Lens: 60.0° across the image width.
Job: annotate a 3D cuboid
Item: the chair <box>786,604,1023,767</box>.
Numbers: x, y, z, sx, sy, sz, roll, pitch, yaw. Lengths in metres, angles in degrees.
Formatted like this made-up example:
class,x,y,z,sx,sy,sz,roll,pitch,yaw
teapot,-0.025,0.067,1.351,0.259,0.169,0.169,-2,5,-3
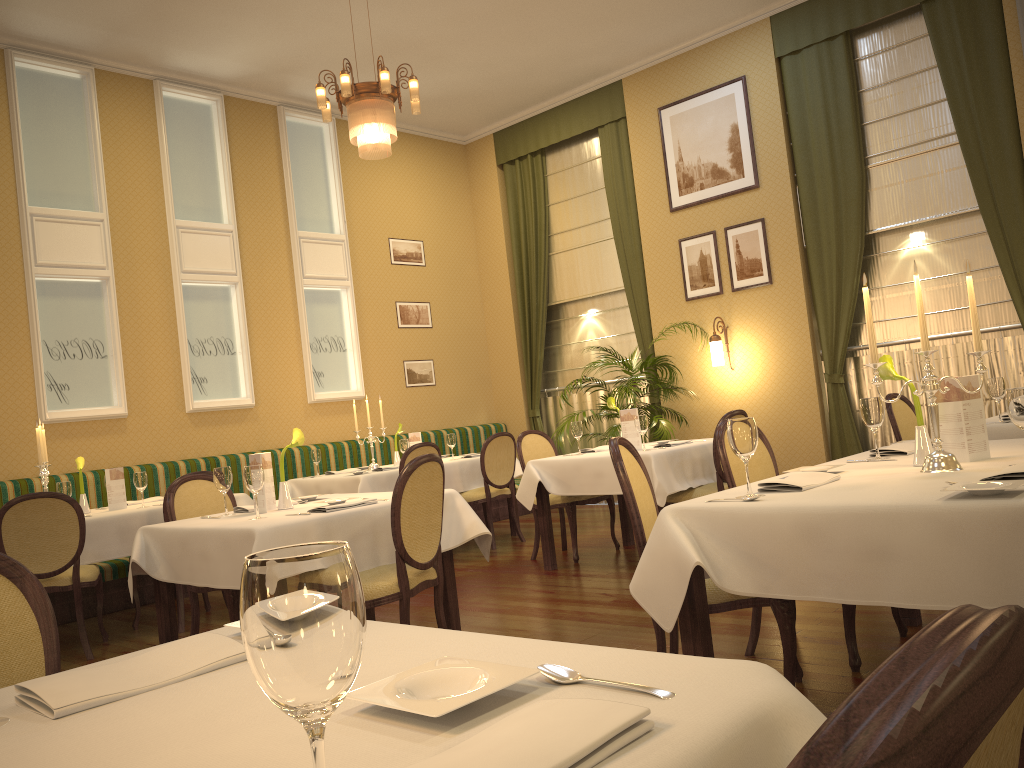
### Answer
class,x,y,z,sx,sy,sz,roll,pitch,yaw
chair,0.036,0.606,0.524,0.571,0.955,0.530,-9,-3,43

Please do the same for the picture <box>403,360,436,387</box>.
class,x,y,z,sx,sy,sz,roll,pitch,yaw
picture,-1.020,-0.119,9.817,0.008,0.294,0.437,-9,-3,43

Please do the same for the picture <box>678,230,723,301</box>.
class,x,y,z,sx,sy,sz,roll,pitch,yaw
picture,1.834,-1.145,8.638,0.412,0.619,0.022,-9,-3,43

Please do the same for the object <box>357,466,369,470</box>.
class,x,y,z,sx,sy,sz,roll,pitch,yaw
object,-1.307,0.748,7.878,0.160,0.024,0.160,-9,-3,43

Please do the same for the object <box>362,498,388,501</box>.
class,x,y,z,sx,sy,sz,roll,pitch,yaw
object,-0.626,0.527,4.048,0.181,0.015,0.038,-9,-3,44

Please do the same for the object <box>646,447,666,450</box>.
class,x,y,z,sx,sy,sz,roll,pitch,yaw
object,0.916,0.418,5.739,0.185,0.010,0.017,-9,-3,43

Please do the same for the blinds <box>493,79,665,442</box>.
class,x,y,z,sx,sy,sz,roll,pitch,yaw
blinds,0.741,-0.927,9.749,1.934,4.537,0.225,-8,-3,42

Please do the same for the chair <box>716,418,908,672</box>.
class,x,y,z,sx,sy,sz,roll,pitch,yaw
chair,1.192,0.591,3.600,0.571,0.955,0.530,-9,-3,43

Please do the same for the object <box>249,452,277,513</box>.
class,x,y,z,sx,sy,sz,roll,pitch,yaw
object,-1.176,0.463,4.144,0.081,0.277,0.166,-6,-2,-1

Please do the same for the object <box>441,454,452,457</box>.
class,x,y,z,sx,sy,sz,roll,pitch,yaw
object,-0.659,0.699,8.554,0.160,0.024,0.160,-9,-3,43

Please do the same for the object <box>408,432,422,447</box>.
class,x,y,z,sx,sy,sz,roll,pitch,yaw
object,-0.860,0.567,7.806,0.081,0.277,0.166,-5,-3,-31

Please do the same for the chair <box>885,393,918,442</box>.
class,x,y,z,sx,sy,sz,roll,pitch,yaw
chair,2.479,0.498,4.995,0.571,0.955,0.530,-9,-3,43

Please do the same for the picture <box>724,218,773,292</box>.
class,x,y,z,sx,sy,sz,roll,pitch,yaw
picture,2.204,-1.201,8.293,0.412,0.619,0.022,-9,-3,43

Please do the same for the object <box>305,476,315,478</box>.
class,x,y,z,sx,sy,sz,roll,pitch,yaw
object,-1.697,0.778,7.414,0.181,0.015,0.038,-9,-3,44

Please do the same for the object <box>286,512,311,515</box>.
class,x,y,z,sx,sy,sz,roll,pitch,yaw
object,-0.911,0.550,3.758,0.185,0.010,0.017,-9,-3,43

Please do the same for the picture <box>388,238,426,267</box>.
class,x,y,z,sx,sy,sz,roll,pitch,yaw
picture,-1.165,-1.466,9.878,0.008,0.294,0.504,-9,-3,43

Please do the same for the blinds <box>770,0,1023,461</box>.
class,x,y,z,sx,sy,sz,roll,pitch,yaw
blinds,3.285,-1.309,7.365,1.878,4.537,0.129,-9,-3,43

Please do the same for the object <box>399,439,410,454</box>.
class,x,y,z,sx,sy,sz,roll,pitch,yaw
object,-0.889,0.577,7.375,0.088,0.229,0.088,-7,-2,1

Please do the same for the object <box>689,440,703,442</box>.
class,x,y,z,sx,sy,sz,roll,pitch,yaw
object,1.248,0.391,6.081,0.181,0.015,0.038,-9,-3,44

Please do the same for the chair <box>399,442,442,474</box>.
class,x,y,z,sx,sy,sz,roll,pitch,yaw
chair,-0.834,0.953,7.006,0.571,0.955,0.530,-9,-3,43

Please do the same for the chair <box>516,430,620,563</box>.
class,x,y,z,sx,sy,sz,roll,pitch,yaw
chair,0.389,0.798,6.588,0.571,0.955,0.530,-9,-3,43

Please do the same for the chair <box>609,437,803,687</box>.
class,x,y,z,sx,sy,sz,roll,pitch,yaw
chair,0.676,0.629,3.054,0.571,0.955,0.530,-7,-2,18

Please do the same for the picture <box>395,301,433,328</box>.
class,x,y,z,sx,sy,sz,roll,pitch,yaw
picture,-1.085,-0.767,9.852,0.008,0.294,0.504,-9,-3,43

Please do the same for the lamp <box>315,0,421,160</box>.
class,x,y,z,sx,sy,sz,roll,pitch,yaw
lamp,-0.908,-2.245,5.272,0.593,1.796,0.593,-8,-3,40

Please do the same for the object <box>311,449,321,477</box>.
class,x,y,z,sx,sy,sz,roll,pitch,yaw
object,-1.645,0.667,7.479,0.088,0.229,0.088,-7,-2,1

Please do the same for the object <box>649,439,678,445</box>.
class,x,y,z,sx,sy,sz,roll,pitch,yaw
object,1.068,0.414,6.262,0.160,0.024,0.160,-9,-3,43

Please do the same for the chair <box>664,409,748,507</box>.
class,x,y,z,sx,sy,sz,roll,pitch,yaw
chair,1.258,0.665,5.709,0.571,0.955,0.530,-9,-3,43

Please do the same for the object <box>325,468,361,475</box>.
class,x,y,z,sx,sy,sz,roll,pitch,yaw
object,-1.449,0.750,7.598,0.142,0.033,0.273,-9,-3,43

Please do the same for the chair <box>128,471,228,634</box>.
class,x,y,z,sx,sy,sz,roll,pitch,yaw
chair,-2.089,1.044,5.642,0.571,0.955,0.530,-9,-3,43

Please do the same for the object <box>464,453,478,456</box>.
class,x,y,z,sx,sy,sz,roll,pitch,yaw
object,-0.376,0.649,8.084,0.160,0.024,0.160,-9,-3,43

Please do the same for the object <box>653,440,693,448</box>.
class,x,y,z,sx,sy,sz,roll,pitch,yaw
object,1.080,0.402,5.937,0.142,0.024,0.273,-9,-3,43

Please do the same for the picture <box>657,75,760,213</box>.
class,x,y,z,sx,sy,sz,roll,pitch,yaw
picture,1.867,-2.286,8.526,0.966,1.057,0.027,-9,-3,43

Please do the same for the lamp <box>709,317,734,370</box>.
class,x,y,z,sx,sy,sz,roll,pitch,yaw
lamp,1.958,-0.379,8.365,0.114,0.513,0.323,-8,-3,32

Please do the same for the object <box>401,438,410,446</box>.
class,x,y,z,sx,sy,sz,roll,pitch,yaw
object,-0.978,0.618,8.196,0.088,0.229,0.088,-7,-2,1

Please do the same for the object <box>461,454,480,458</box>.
class,x,y,z,sx,sy,sz,roll,pitch,yaw
object,-0.310,0.635,7.878,0.142,0.024,0.273,-9,-3,43

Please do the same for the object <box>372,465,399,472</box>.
class,x,y,z,sx,sy,sz,roll,pitch,yaw
object,-0.990,0.683,7.216,0.142,0.033,0.273,-9,-3,43

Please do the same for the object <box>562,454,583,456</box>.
class,x,y,z,sx,sy,sz,roll,pitch,yaw
object,0.422,0.489,6.121,0.185,0.010,0.017,-9,-3,44

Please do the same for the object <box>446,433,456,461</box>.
class,x,y,z,sx,sy,sz,roll,pitch,yaw
object,-0.520,0.546,7.675,0.088,0.229,0.088,-7,-2,1

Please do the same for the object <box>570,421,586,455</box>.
class,x,y,z,sx,sy,sz,roll,pitch,yaw
object,0.461,0.377,6.192,0.088,0.229,0.088,-7,-2,1

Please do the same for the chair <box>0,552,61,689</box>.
class,x,y,z,sx,sy,sz,roll,pitch,yaw
chair,-0.832,0.738,1.403,0.571,0.955,0.530,-9,-3,43

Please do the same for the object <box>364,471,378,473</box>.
class,x,y,z,sx,sy,sz,roll,pitch,yaw
object,-1.139,0.704,7.132,0.181,0.015,0.038,-9,-3,44

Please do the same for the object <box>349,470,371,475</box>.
class,x,y,z,sx,sy,sz,roll,pitch,yaw
object,-1.210,0.702,6.985,0.160,0.024,0.160,-9,-3,43

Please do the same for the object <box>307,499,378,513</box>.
class,x,y,z,sx,sy,sz,roll,pitch,yaw
object,-0.735,0.529,3.852,0.142,0.024,0.273,-9,-3,43

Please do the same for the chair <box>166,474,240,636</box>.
class,x,y,z,sx,sy,sz,roll,pitch,yaw
chair,-1.433,0.930,4.615,0.571,0.955,0.530,-8,-3,33

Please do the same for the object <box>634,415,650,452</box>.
class,x,y,z,sx,sy,sz,roll,pitch,yaw
object,0.835,0.314,5.666,0.088,0.229,0.088,-7,-2,1

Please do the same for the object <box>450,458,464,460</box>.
class,x,y,z,sx,sy,sz,roll,pitch,yaw
object,-0.485,0.656,7.784,0.185,0.010,0.017,-9,-3,43

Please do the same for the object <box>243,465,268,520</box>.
class,x,y,z,sx,sy,sz,roll,pitch,yaw
object,-1.099,0.464,3.801,0.088,0.229,0.088,-6,-2,-5

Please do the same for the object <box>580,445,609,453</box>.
class,x,y,z,sx,sy,sz,roll,pitch,yaw
object,0.619,0.466,6.331,0.142,0.033,0.273,-9,-3,43

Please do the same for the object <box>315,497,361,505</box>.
class,x,y,z,sx,sy,sz,roll,pitch,yaw
object,-0.801,0.543,4.057,0.160,0.024,0.160,-9,-3,43

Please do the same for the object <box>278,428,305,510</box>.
class,x,y,z,sx,sy,sz,roll,pitch,yaw
object,-1.045,0.398,4.168,0.163,0.375,0.076,-7,-2,20

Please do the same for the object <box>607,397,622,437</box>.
class,x,y,z,sx,sy,sz,roll,pitch,yaw
object,0.743,0.271,6.179,0.076,0.375,0.163,-5,-2,-25

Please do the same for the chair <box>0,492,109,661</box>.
class,x,y,z,sx,sy,sz,roll,pitch,yaw
chair,-2.637,1.084,5.040,0.530,0.955,0.571,-6,-2,-22

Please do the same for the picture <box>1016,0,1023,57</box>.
class,x,y,z,sx,sy,sz,roll,pitch,yaw
picture,4.192,-2.634,6.358,0.966,1.057,0.027,-9,-3,43

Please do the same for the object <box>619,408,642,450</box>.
class,x,y,z,sx,sy,sz,roll,pitch,yaw
object,0.771,0.310,5.958,0.081,0.277,0.166,-5,-3,-41

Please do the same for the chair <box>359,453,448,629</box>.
class,x,y,z,sx,sy,sz,roll,pitch,yaw
chair,-0.547,0.796,3.749,0.571,0.955,0.530,-7,-2,23

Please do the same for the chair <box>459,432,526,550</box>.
class,x,y,z,sx,sy,sz,roll,pitch,yaw
chair,-0.239,0.908,7.602,0.571,0.955,0.530,-9,-3,43
